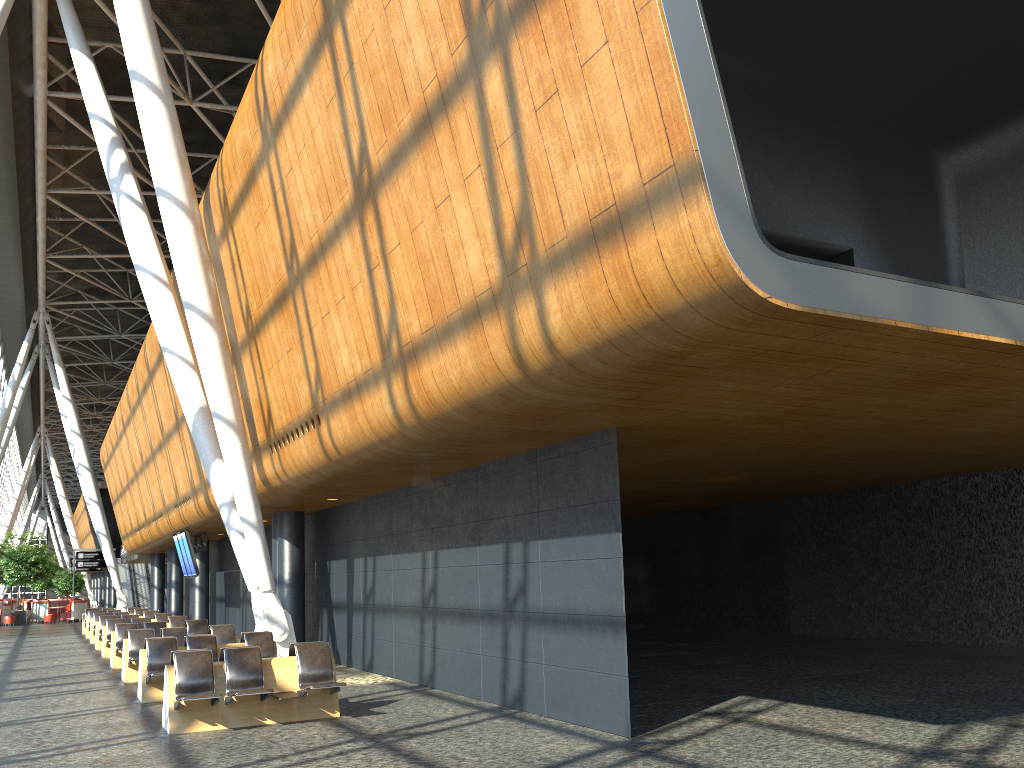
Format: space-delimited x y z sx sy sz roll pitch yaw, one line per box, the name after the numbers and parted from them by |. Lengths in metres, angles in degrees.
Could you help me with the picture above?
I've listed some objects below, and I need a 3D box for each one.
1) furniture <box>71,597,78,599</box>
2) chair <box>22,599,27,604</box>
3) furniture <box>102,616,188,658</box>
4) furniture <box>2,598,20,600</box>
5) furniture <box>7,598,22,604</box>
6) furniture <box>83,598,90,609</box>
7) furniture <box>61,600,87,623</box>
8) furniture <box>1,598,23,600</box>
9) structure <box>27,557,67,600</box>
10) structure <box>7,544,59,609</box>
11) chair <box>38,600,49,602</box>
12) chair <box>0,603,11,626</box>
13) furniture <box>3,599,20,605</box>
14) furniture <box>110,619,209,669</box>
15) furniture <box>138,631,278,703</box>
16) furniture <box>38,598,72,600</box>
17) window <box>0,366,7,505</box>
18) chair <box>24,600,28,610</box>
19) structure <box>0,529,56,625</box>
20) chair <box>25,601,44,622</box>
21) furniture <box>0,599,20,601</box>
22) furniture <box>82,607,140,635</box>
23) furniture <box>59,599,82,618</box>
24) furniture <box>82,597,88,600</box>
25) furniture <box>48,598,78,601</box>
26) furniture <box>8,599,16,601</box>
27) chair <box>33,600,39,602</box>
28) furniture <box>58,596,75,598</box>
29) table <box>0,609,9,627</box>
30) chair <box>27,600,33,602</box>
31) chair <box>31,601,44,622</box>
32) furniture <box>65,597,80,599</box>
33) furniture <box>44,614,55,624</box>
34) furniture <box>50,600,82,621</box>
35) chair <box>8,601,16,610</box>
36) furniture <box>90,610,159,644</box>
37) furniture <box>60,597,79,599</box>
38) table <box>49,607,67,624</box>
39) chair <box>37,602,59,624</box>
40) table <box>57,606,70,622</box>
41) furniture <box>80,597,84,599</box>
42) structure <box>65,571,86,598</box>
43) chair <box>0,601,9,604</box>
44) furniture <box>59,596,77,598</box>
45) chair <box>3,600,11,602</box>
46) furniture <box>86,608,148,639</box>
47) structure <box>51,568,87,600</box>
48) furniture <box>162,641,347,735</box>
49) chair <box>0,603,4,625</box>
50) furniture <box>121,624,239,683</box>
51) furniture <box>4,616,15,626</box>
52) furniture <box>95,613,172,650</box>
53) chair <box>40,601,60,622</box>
-28.981 14.526 57.870 0.890 0.994 2.866 3 -13 -30 | furniture
-32.085 14.535 57.446 0.664 0.997 0.628 6 -11 -43 | chair
-8.634 5.961 20.848 1.900 0.858 1.682 4 -12 -28 | furniture
-45.803 19.687 78.937 3.258 0.857 1.682 4 -13 -28 | furniture
-47.202 20.301 81.570 3.258 0.857 1.682 4 -13 -28 | furniture
-32.590 16.458 65.943 1.900 0.858 1.682 4 -12 -28 | furniture
-21.247 11.062 42.964 0.888 0.994 2.873 1 -12 -15 | furniture
-48.601 20.914 84.204 3.258 0.857 1.682 4 -13 -28 | furniture
-28.290 12.321 53.476 2.279 3.432 2.250 0 -8 -15 | structure
-31.234 12.656 57.068 3.092 4.475 5.832 -1 -10 -6 | structure
-25.621 12.426 48.635 0.624 0.997 0.669 -4 -8 17 | chair
-23.621 10.651 40.703 0.660 0.997 0.631 -1 -8 -3 | chair
-43.004 18.461 73.670 3.258 0.857 1.682 4 -13 -28 | furniture
-7.235 5.348 18.214 1.900 0.858 1.682 4 -12 -28 | furniture
-4.437 4.121 12.947 1.900 0.858 1.682 4 -12 -28 | furniture
-28.580 13.885 54.958 0.890 0.994 2.868 -4 -12 14 | furniture
-38.496 9.541 63.791 3.724 13.856 168.458 2 -12 -28 | window
-29.796 13.849 54.607 0.664 0.997 0.628 6 -11 -43 | chair
-24.174 9.364 42.854 3.102 4.477 5.869 4 -11 -35 | structure
-24.219 11.544 44.756 0.661 0.997 0.631 -3 -8 7 | chair
-44.403 19.074 76.303 3.258 0.857 1.682 4 -13 -28 | furniture
-14.231 8.413 31.382 1.900 0.858 1.682 4 -12 -28 | furniture
-24.742 12.593 49.544 0.888 0.994 2.873 1 -12 -15 | furniture
-33.990 17.071 68.576 1.900 0.858 1.682 4 -12 -28 | furniture
-26.555 13.152 51.861 2.841 0.996 0.897 -8 -11 29 | furniture
-33.292 14.551 57.338 0.890 0.994 2.868 -4 -12 14 | furniture
-26.932 12.862 50.460 0.623 0.997 0.670 -3 -8 7 | chair
-43.783 21.363 87.011 1.900 0.858 1.682 4 -12 -28 | furniture
-23.163 10.558 39.735 0.803 0.740 0.806 -8 -11 33 | table
-27.714 13.076 51.336 0.661 0.997 0.631 -3 -8 7 | chair
-23.436 11.330 43.881 0.623 0.997 0.670 -3 -8 7 | chair
-36.788 18.297 73.843 1.900 0.858 1.682 4 -12 -28 | furniture
-21.459 10.894 40.870 0.443 0.454 0.449 1 -9 -15 | furniture
-23.059 11.620 45.281 2.841 0.996 0.897 -8 -11 29 | furniture
-27.117 12.183 47.282 0.660 0.997 0.631 -1 -8 -3 | chair
-11.433 7.187 26.115 1.900 0.858 1.682 4 -12 -28 | furniture
-38.187 18.910 76.477 1.900 0.858 1.682 4 -12 -28 | furniture
-21.304 10.850 41.370 0.798 0.740 0.811 0 -10 -12 | table
-22.126 10.894 42.055 0.624 0.997 0.669 -4 -8 17 | chair
-21.906 11.172 42.771 0.798 0.740 0.811 0 -10 -12 | table
-35.389 17.684 71.210 1.900 0.858 1.682 4 -12 -28 | furniture
-30.155 14.070 60.186 1.940 2.957 1.905 -5 -8 19 | structure
-28.051 12.429 48.283 0.622 0.997 0.670 -1 -8 -3 | chair
-40.985 20.136 81.744 1.900 0.858 1.682 4 -12 -28 | furniture
-32.073 14.117 55.509 0.625 0.997 0.667 -6 -9 27 | chair
-12.832 7.800 28.749 1.900 0.858 1.682 4 -12 -28 | furniture
-25.584 12.027 50.889 1.785 2.744 1.752 -5 -8 19 | structure
-3.038 3.508 10.314 1.900 0.858 1.682 4 -12 -28 | furniture
-24.556 10.897 41.703 0.622 0.997 0.670 -1 -8 -3 | chair
-5.836 4.734 15.581 1.900 0.858 1.682 4 -12 -28 | furniture
-22.648 10.692 39.755 0.443 0.454 0.449 -4 -9 14 | furniture
-10.033 6.574 23.482 1.900 0.858 1.682 4 -12 -28 | furniture
-22.599 11.125 43.056 0.662 0.997 0.630 -4 -8 17 | chair
